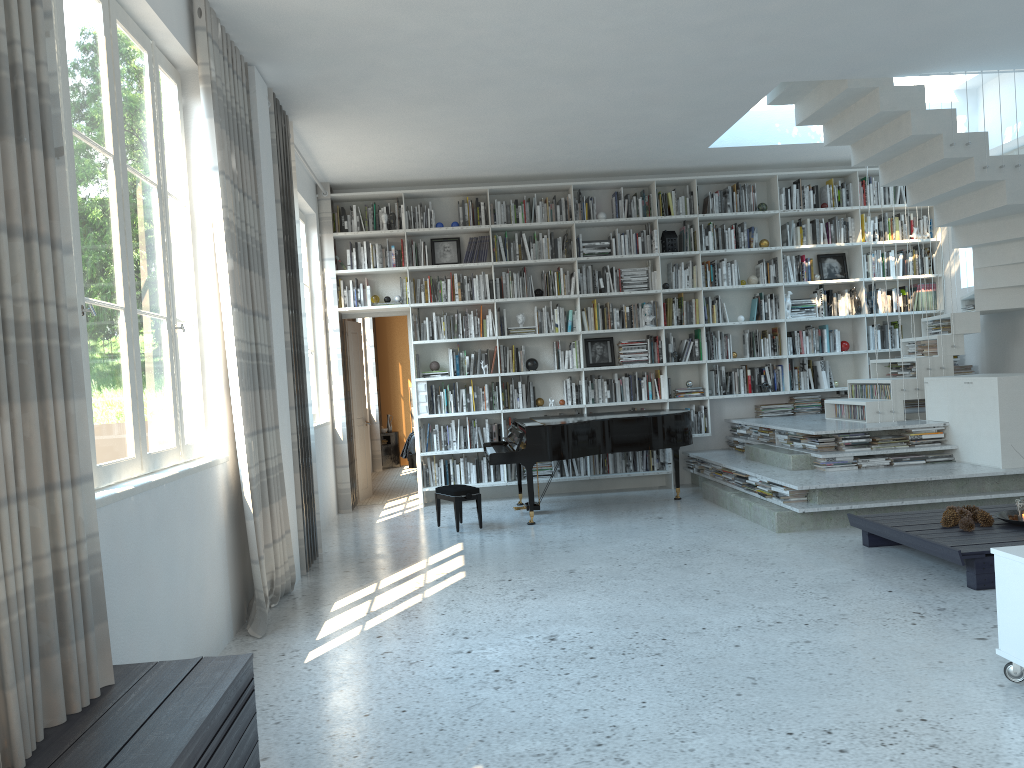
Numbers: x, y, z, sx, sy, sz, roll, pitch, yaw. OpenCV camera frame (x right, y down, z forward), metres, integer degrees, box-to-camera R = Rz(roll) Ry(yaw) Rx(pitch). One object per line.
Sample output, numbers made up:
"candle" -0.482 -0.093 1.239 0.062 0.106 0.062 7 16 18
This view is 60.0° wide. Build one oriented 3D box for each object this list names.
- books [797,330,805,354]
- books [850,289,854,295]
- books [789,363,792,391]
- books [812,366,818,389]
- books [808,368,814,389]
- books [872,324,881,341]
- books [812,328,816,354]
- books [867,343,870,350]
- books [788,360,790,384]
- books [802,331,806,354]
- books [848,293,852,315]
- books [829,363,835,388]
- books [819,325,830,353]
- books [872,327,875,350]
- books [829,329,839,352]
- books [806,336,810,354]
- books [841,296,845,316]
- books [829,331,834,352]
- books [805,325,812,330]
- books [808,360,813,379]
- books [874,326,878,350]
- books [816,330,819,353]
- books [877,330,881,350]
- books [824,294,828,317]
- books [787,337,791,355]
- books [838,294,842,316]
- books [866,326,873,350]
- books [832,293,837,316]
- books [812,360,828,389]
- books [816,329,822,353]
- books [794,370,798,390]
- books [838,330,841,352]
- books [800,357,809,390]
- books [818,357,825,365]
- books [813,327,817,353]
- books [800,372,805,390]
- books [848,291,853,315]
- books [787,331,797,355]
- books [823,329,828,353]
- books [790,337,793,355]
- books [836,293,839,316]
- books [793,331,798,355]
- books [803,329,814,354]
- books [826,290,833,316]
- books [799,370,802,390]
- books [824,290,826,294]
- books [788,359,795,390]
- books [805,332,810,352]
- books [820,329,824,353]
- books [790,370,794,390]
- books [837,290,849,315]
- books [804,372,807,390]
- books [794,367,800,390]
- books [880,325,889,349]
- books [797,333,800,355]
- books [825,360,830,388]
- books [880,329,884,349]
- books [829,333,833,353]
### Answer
"books" 2.976 -0.428 9.209 0.045 0.246 0.185 -4 1 -4
"books" 3.587 -0.854 9.279 0.029 0.284 0.138 -4 1 -4
"books" 2.869 -0.075 9.229 0.015 0.287 0.138 -4 1 -4
"books" 3.131 -0.068 9.242 0.031 0.239 0.171 -4 1 -4
"books" 3.081 -0.053 9.235 0.052 0.217 0.184 -4 1 -4
"books" 3.823 -0.492 9.295 0.024 0.267 0.133 -4 1 -4
"books" 3.109 -0.444 9.213 0.012 0.262 0.186 -4 1 -4
"books" 3.657 -0.486 9.276 0.085 0.278 0.159 -4 1 -4
"books" 2.853 -0.099 9.224 0.014 0.337 0.132 -4 1 -4
"books" 3.010 -0.427 9.227 0.026 0.239 0.177 -4 1 -4
"books" 3.482 -0.825 9.242 0.041 0.239 0.176 -4 1 -4
"books" 3.304 -0.096 9.256 0.062 0.274 0.148 -4 1 -4
"books" 3.249 -0.467 9.231 0.026 0.290 0.181 -4 1 -4
"books" 3.743 -0.472 9.275 0.037 0.236 0.153 -4 1 -4
"books" 3.352 -0.447 9.249 0.025 0.235 0.181 -4 1 -4
"books" 3.039 -0.400 9.218 0.027 0.182 0.186 -4 1 -4
"books" 3.427 -0.808 9.260 0.025 0.213 0.155 -4 1 -4
"books" 3.321 -0.436 9.256 0.037 0.218 0.139 -4 1 -4
"books" 3.095 -0.462 9.229 0.013 0.299 0.147 -4 1 -4
"books" 3.107 -0.099 9.258 0.010 0.304 0.131 -4 1 -4
"books" 3.773 -0.476 9.278 0.022 0.242 0.151 -4 1 -4
"books" 3.149 -0.439 9.240 0.026 0.246 0.165 -4 1 -4
"books" 3.800 -0.458 9.276 0.029 0.201 0.172 -4 1 -4
"books" 3.228 -0.807 9.226 0.030 0.236 0.179 -4 1 -4
"books" 2.849 -0.390 9.213 0.023 0.186 0.159 -4 1 -4
"books" 3.399 -0.818 9.265 0.028 0.235 0.129 -4 1 -4
"books" 3.713 -0.478 9.265 0.024 0.252 0.175 -4 1 -4
"books" 3.339 -0.817 9.244 0.031 0.242 0.147 -4 1 -4
"books" 3.185 -0.097 9.203 0.075 0.291 0.255 -4 1 -4
"books" 3.171 -0.442 9.221 0.014 0.249 0.177 -4 1 -4
"books" 2.935 -0.043 9.234 0.023 0.214 0.163 -4 1 -4
"books" 3.378 -0.442 9.252 0.027 0.223 0.170 -4 1 -4
"books" 3.044 -0.109 9.232 0.014 0.333 0.168 -4 1 -4
"books" 3.239 -0.118 9.263 0.012 0.326 0.136 -4 1 -4
"books" 3.130 -0.451 9.235 0.011 0.272 0.152 -4 1 -4
"books" 3.002 -0.034 9.240 0.030 0.188 0.140 -4 1 -4
"books" 3.513 -0.835 9.259 0.024 0.255 0.145 -4 1 -4
"books" 2.896 -0.422 9.211 0.047 0.244 0.177 -4 1 -4
"books" 3.227 -0.443 9.226 0.023 0.244 0.189 -4 1 -4
"books" 2.871 -0.390 9.212 0.022 0.184 0.162 -4 1 -4
"books" 3.369 -0.823 9.264 0.031 0.250 0.133 -4 1 -4
"books" 2.931 -0.425 9.224 0.024 0.247 0.143 -4 1 -4
"books" 3.077 -0.439 9.207 0.028 0.255 0.191 -4 1 -4
"books" 3.283 -0.834 9.234 0.059 0.282 0.167 -4 1 -4
"books" 2.974 -0.043 9.237 0.025 0.210 0.137 -4 1 -4
"books" 3.247 -0.831 9.244 0.013 0.280 0.131 -4 1 -4
"books" 2.913 -0.098 9.242 0.013 0.327 0.130 -4 1 -4
"books" 3.056 -0.425 9.228 0.012 0.229 0.179 -4 1 -4
"books" 3.207 -0.447 9.249 0.012 0.254 0.161 -4 1 -4
"books" 2.894 -0.040 9.243 0.033 0.213 0.140 -4 1 -4
"books" 3.450 -0.839 9.237 0.021 0.271 0.191 -4 1 -4
"books" 3.030 -0.034 9.235 0.024 0.185 0.149 -4 1 -4
"books" 2.954 -0.058 9.224 0.015 0.243 0.156 -4 1 -4
"books" 3.876 -0.486 9.266 0.027 0.248 0.184 -4 1 -4
"books" 2.950 -0.415 9.213 0.011 0.223 0.163 -4 1 -4
"books" 3.260 -0.100 9.243 0.025 0.287 0.160 -4 1 -4
"books" 3.849 -0.464 9.291 0.025 0.208 0.149 -4 1 -4
"books" 3.290 -0.425 9.238 0.030 0.201 0.189 -4 1 -4
